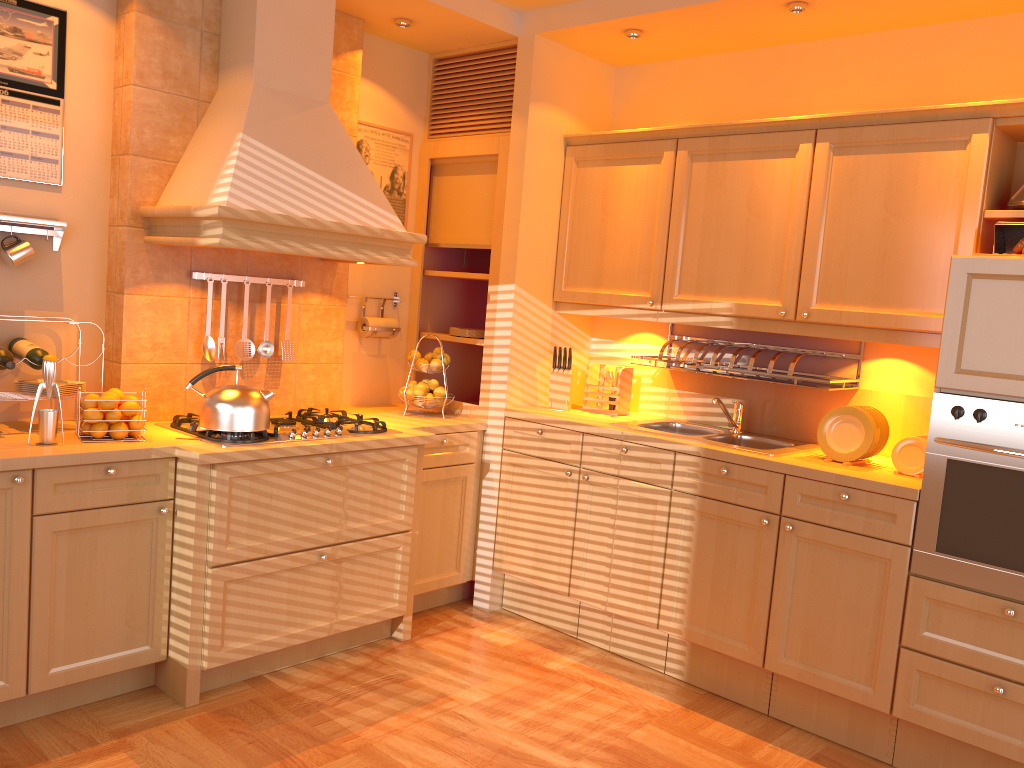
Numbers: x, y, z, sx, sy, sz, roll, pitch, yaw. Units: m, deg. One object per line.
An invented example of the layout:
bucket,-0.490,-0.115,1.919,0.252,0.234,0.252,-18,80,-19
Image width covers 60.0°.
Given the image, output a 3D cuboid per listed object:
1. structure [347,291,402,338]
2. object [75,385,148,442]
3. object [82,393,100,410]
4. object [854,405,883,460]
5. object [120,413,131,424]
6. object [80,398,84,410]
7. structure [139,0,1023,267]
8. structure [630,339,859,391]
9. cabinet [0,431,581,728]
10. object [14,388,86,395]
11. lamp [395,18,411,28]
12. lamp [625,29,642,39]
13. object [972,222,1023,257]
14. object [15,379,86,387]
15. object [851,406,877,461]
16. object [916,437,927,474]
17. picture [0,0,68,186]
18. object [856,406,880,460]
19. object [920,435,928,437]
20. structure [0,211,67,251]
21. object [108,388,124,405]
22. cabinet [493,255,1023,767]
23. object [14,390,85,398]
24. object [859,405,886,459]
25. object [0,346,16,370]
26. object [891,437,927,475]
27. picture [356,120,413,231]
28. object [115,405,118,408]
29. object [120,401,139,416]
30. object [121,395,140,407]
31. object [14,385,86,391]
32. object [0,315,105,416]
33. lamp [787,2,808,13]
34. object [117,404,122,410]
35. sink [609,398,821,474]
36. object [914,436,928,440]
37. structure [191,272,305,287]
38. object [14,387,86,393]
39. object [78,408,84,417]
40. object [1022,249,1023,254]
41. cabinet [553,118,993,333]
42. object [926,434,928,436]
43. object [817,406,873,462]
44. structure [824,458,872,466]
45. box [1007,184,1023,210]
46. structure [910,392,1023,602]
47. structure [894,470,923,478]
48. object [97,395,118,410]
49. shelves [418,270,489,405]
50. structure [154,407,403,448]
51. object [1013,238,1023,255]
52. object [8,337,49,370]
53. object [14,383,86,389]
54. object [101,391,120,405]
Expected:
structure,-0.637,-0.330,4.217,0.126,0.220,0.320,10,8,42
object,-1.356,0.093,3.002,0.207,0.174,0.189,1,7,-33
object,-1.390,0.061,2.931,0.057,0.060,0.052,4,6,-10
object,1.266,0.180,3.274,0.205,0.200,0.049,10,8,43
object,-1.325,0.112,3.022,0.062,0.053,0.051,6,6,10
object,-1.420,0.067,2.976,0.053,0.051,0.063,0,8,-42
structure,0.709,-0.800,2.916,4.091,1.148,1.061,6,6,16
structure,0.958,-0.096,3.717,0.900,0.126,0.300,10,8,42
cabinet,-0.725,0.640,3.541,1.141,0.840,2.850,10,8,42
object,-1.595,0.025,3.068,0.172,0.011,0.163,6,6,11
lamp,-0.469,-1.554,3.820,0.070,0.021,0.070,7,6,25
lamp,0.509,-1.463,3.712,0.070,0.021,0.070,5,6,3
object,1.679,-0.436,2.731,0.400,0.123,0.280,10,8,42
object,-1.593,-0.002,3.066,0.172,0.011,0.163,6,6,11
object,1.226,0.180,3.235,0.205,0.200,0.049,10,8,43
object,1.396,0.248,3.079,0.133,0.129,0.037,10,8,42
picture,-1.721,-1.002,2.979,0.009,0.605,0.417,10,8,42
object,1.246,0.180,3.254,0.205,0.200,0.049,10,8,43
object,1.453,0.247,3.139,0.133,0.129,0.037,10,8,42
structure,-1.736,-0.529,3.007,0.069,0.118,0.405,10,8,42
object,-1.369,0.044,3.063,0.059,0.060,0.050,5,6,2
cabinet,1.256,0.398,3.238,3.000,1.700,0.625,10,8,42
object,-1.596,0.031,3.069,0.172,0.011,0.163,6,6,11
object,1.286,0.179,3.294,0.205,0.200,0.049,10,8,43
object,-1.704,-0.098,2.930,0.282,0.095,0.076,10,8,42
object,1.377,0.248,3.059,0.133,0.129,0.037,10,8,42
picture,-0.625,-0.970,4.200,0.007,0.491,0.366,10,8,42
object,-1.378,0.077,3.028,0.061,0.051,0.055,4,6,-4
object,-1.288,0.083,2.988,0.053,0.052,0.061,6,6,15
object,-1.307,0.065,3.041,0.063,0.053,0.051,6,6,15
object,-1.594,0.011,3.067,0.172,0.011,0.163,6,6,11
object,-1.677,-0.035,2.983,0.221,0.379,0.572,10,8,42
lamp,1.041,-1.373,3.236,0.070,0.021,0.070,4,6,-9
object,-1.354,0.094,3.075,0.053,0.054,0.061,0,8,-42
sink,0.830,0.221,3.635,0.746,0.336,0.465,10,8,42
object,1.434,0.247,3.119,0.133,0.129,0.037,10,8,42
structure,-1.048,-0.419,3.567,0.009,0.024,0.506,10,8,42
object,-1.595,0.018,3.068,0.172,0.011,0.163,6,6,11
object,-1.444,0.090,3.014,0.053,0.055,0.060,-1,8,-45
object,1.599,-0.408,2.708,0.069,0.034,0.066,1,6,-30
cabinet,0.991,-0.634,3.651,1.792,0.712,0.332,10,8,42
object,1.491,0.246,3.179,0.133,0.129,0.037,10,8,44
object,1.207,0.181,3.215,0.205,0.200,0.049,10,8,43
structure,1.237,0.281,3.259,0.219,0.010,0.084,-1,8,-45
box,1.720,-0.628,2.933,0.117,0.129,0.098,3,6,-12
structure,1.503,0.351,2.612,0.576,0.583,0.066,10,8,42
structure,1.430,0.310,3.126,0.084,0.010,0.219,10,8,43
object,-1.337,0.062,2.931,0.063,0.051,0.053,0,7,-40
shelves,-0.099,-0.192,4.483,0.600,0.702,0.582,10,8,42
structure,-0.885,0.153,3.438,0.494,0.051,0.797,10,8,42
object,1.611,-0.430,2.795,0.069,0.064,0.055,-1,8,-43
object,-1.626,-0.100,3.016,0.282,0.095,0.076,10,8,42
object,-1.594,0.005,3.067,0.172,0.011,0.163,6,6,11
object,-1.353,0.051,2.988,0.063,0.053,0.051,5,6,3
